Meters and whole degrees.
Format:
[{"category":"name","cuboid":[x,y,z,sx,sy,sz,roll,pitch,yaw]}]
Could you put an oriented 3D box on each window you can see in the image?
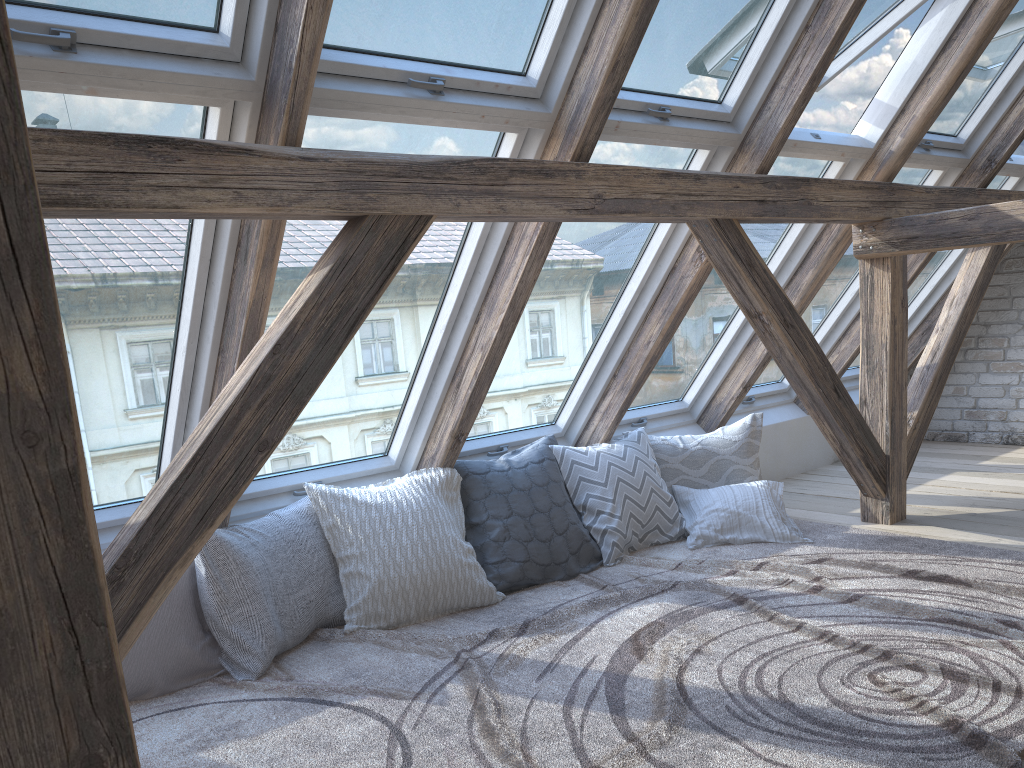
[{"category":"window","cuboid":[2.817,-1.768,4.200,0.844,1.302,1.511,-12,10,-39]},{"category":"window","cuboid":[2.314,-0.584,5.147,0.844,1.303,1.089,-12,11,-39]},{"category":"window","cuboid":[2.152,-1.668,3.586,0.844,1.303,1.089,-12,11,-39]},{"category":"window","cuboid":[-1.205,-0.082,2.311,0.844,1.303,1.089,-12,11,-39]},{"category":"window","cuboid":[1.417,-1.568,3.056,0.844,1.302,1.397,-12,10,-39]},{"category":"window","cuboid":[0.041,-1.367,1.884,0.844,1.303,1.089,-12,11,-39]},{"category":"window","cuboid":[0.906,-0.383,4.012,0.844,1.303,1.089,-12,11,-39]},{"category":"window","cuboid":[-0.501,-0.183,2.878,0.844,1.303,1.089,-12,11,-39]},{"category":"window","cuboid":[1.610,-0.483,4.579,0.844,1.303,1.089,-12,11,-39]},{"category":"window","cuboid":[0.202,-0.283,3.445,0.844,1.303,1.089,-12,11,-39]},{"category":"window","cuboid":[-0.663,-1.267,1.317,0.844,1.303,1.089,-12,11,-39]},{"category":"window","cuboid":[0.745,-1.467,2.451,0.844,1.303,1.089,-12,11,-39]}]

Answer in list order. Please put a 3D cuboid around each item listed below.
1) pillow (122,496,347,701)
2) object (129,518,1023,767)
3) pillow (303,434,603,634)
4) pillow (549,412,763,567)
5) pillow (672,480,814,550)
[{"category":"pillow","cuboid":[-0.943,0.697,2.870,0.433,0.535,1.117,3,10,43]},{"category":"object","cuboid":[0.480,0.796,2.774,3.150,0.057,2.175,-8,6,-39]},{"category":"pillow","cuboid":[-0.170,0.553,3.456,1.258,0.575,0.464,-9,9,-38]},{"category":"pillow","cuboid":[0.702,0.463,4.106,1.143,0.545,0.497,-8,9,-34]},{"category":"pillow","cuboid":[1.022,0.588,3.973,0.537,0.247,0.467,-4,6,2]}]
